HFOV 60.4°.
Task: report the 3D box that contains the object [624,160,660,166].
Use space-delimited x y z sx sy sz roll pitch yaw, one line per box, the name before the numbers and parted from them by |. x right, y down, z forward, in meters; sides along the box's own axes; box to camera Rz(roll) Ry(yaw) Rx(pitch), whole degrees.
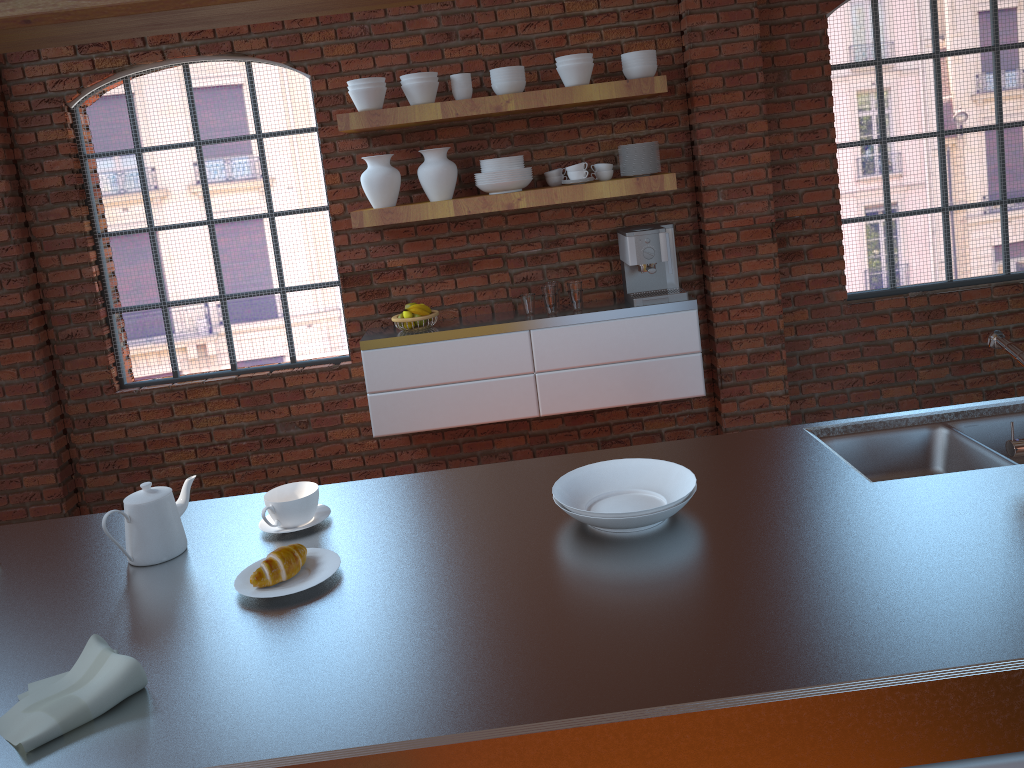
object | 0.620 -1.065 4.263 0.194 0.013 0.199 -3 15 16

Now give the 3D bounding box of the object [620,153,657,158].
object | 0.616 -1.100 4.259 0.194 0.013 0.199 -3 15 16

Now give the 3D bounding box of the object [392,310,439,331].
object | -0.473 -0.309 4.347 0.239 0.070 0.236 -19 18 -42

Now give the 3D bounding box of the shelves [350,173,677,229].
shelves | 0.006 -0.900 4.292 1.535 0.075 0.344 -7 14 -1

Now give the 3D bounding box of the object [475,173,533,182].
object | -0.037 -0.974 4.252 0.283 0.054 0.286 -11 14 -17

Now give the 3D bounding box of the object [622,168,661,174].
object | 0.625 -1.029 4.268 0.194 0.013 0.199 -3 15 16

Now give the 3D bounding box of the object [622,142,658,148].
object | 0.610 -1.150 4.253 0.194 0.013 0.199 -3 15 16

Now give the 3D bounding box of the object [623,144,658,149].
object | 0.611 -1.141 4.254 0.194 0.013 0.199 -3 15 16

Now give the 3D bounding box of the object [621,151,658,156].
object | 0.615 -1.109 4.258 0.194 0.013 0.199 -3 15 16

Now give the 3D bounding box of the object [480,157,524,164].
object | -0.046 -1.052 4.242 0.214 0.054 0.218 -9 14 -9

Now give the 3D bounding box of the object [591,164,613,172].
object | 0.448 -1.055 4.322 0.100 0.057 0.094 -2 13 22

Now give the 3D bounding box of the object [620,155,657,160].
object | 0.617 -1.091 4.260 0.194 0.013 0.199 -3 15 16

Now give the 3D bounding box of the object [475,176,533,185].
object | -0.035 -0.963 4.253 0.283 0.054 0.286 -11 14 -17

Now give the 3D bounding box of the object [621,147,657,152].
object | 0.613 -1.128 4.256 0.194 0.013 0.199 -3 15 16

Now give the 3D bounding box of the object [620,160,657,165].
object | 0.620 -1.069 4.263 0.194 0.013 0.199 -3 15 16

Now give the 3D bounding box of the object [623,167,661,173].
object | 0.624 -1.032 4.268 0.194 0.013 0.199 -3 15 16

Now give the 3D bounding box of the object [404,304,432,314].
object | -0.444 -0.357 4.309 0.066 0.083 0.188 0 15 36

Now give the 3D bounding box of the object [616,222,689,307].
object | 0.692 -0.597 4.330 0.271 0.363 0.387 -7 11 0

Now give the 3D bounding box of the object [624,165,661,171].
object | 0.623 -1.042 4.266 0.194 0.013 0.199 -3 15 16

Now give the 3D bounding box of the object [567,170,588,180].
object | 0.314 -0.998 4.221 0.092 0.046 0.101 -8 13 -6

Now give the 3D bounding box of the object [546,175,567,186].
object | 0.216 -1.009 4.380 0.093 0.046 0.100 -12 14 -20

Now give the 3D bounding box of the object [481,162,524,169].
object | -0.044 -1.033 4.244 0.214 0.054 0.218 -9 14 -9

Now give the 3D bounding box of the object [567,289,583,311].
object | 0.315 -0.410 4.303 0.078 0.102 0.079 -5 10 11

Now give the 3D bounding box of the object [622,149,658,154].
object | 0.614 -1.118 4.257 0.194 0.013 0.199 -3 15 16

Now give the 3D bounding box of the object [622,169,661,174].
object | 0.625 -1.024 4.269 0.194 0.013 0.199 -3 15 16

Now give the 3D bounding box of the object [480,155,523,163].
object | -0.047 -1.062 4.241 0.214 0.054 0.218 -9 14 -9

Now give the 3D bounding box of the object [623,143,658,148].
object | 0.610 -1.145 4.253 0.194 0.013 0.199 -3 15 16

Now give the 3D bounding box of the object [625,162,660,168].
object | 0.621 -1.056 4.265 0.194 0.013 0.199 -3 15 16

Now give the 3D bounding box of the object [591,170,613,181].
object | 0.450 -1.023 4.320 0.099 0.046 0.094 2 15 33

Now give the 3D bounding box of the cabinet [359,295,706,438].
cabinet | 0.102 -0.113 4.392 1.621 0.468 0.343 -7 10 -1

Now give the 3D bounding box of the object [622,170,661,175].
object | 0.626 -1.019 4.269 0.194 0.013 0.199 -3 15 16

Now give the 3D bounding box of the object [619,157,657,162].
object | 0.618 -1.083 4.261 0.194 0.013 0.199 -3 15 16

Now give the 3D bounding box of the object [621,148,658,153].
object | 0.613 -1.123 4.256 0.194 0.013 0.199 -3 15 16

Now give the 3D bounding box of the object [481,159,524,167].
object | -0.045 -1.043 4.243 0.214 0.054 0.218 -9 14 -9

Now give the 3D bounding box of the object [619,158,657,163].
object | 0.619 -1.078 4.262 0.194 0.013 0.199 -3 15 16

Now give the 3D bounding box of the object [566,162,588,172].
object | 0.305 -1.028 4.215 0.092 0.057 0.101 -11 13 -17

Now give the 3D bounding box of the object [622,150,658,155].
object | 0.614 -1.113 4.257 0.194 0.013 0.199 -3 15 16

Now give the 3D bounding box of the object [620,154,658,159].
object | 0.617 -1.096 4.260 0.194 0.013 0.199 -3 15 16

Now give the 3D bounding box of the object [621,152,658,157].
object | 0.615 -1.104 4.259 0.194 0.013 0.199 -3 15 16

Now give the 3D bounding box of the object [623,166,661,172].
object | 0.624 -1.037 4.267 0.194 0.013 0.199 -3 15 16

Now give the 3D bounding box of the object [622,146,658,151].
object | 0.612 -1.132 4.255 0.194 0.013 0.199 -3 15 16

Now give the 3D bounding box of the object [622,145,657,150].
object | 0.612 -1.137 4.254 0.194 0.013 0.199 -3 15 16

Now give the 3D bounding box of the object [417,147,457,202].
object | -0.358 -1.009 4.249 0.194 0.245 0.194 -12 11 -28

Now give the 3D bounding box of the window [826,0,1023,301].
window | 2.256 -1.312 4.566 1.268 1.644 0.085 -7 7 -1

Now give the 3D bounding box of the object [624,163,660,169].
object | 0.622 -1.051 4.265 0.194 0.013 0.199 -3 15 16

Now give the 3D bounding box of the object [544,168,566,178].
object | 0.208 -1.039 4.372 0.093 0.057 0.101 -14 14 -31

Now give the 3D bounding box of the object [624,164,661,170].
object | 0.623 -1.046 4.266 0.194 0.013 0.199 -3 15 16

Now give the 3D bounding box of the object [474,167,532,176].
object | -0.040 -1.003 4.248 0.283 0.054 0.286 -11 14 -17

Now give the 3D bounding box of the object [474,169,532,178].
object | -0.039 -0.993 4.249 0.283 0.054 0.286 -11 14 -17

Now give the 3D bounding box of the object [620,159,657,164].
object | 0.619 -1.074 4.262 0.194 0.013 0.199 -3 15 16

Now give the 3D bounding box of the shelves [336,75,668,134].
shelves | -0.048 -1.340 4.236 1.535 0.075 0.344 -7 14 -1

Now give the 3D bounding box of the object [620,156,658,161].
object | 0.618 -1.086 4.261 0.194 0.013 0.199 -3 15 16

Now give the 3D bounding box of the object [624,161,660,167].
object | 0.621 -1.060 4.264 0.194 0.013 0.199 -3 15 16

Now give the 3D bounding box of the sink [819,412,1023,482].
sink | 1.039 0.233 1.967 0.613 0.196 0.417 -7 13 -1

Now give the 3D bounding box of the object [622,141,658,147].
object | 0.609 -1.154 4.252 0.194 0.013 0.199 -3 15 16

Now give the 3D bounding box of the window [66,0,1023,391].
window | 1.697 -1.599 6.854 17.478 9.762 3.680 -9 8 -11

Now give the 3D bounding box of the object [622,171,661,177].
object | 0.626 -1.015 4.270 0.194 0.013 0.199 -3 15 16

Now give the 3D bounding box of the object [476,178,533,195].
object | -0.034 -0.953 4.254 0.283 0.054 0.286 -11 14 -17
